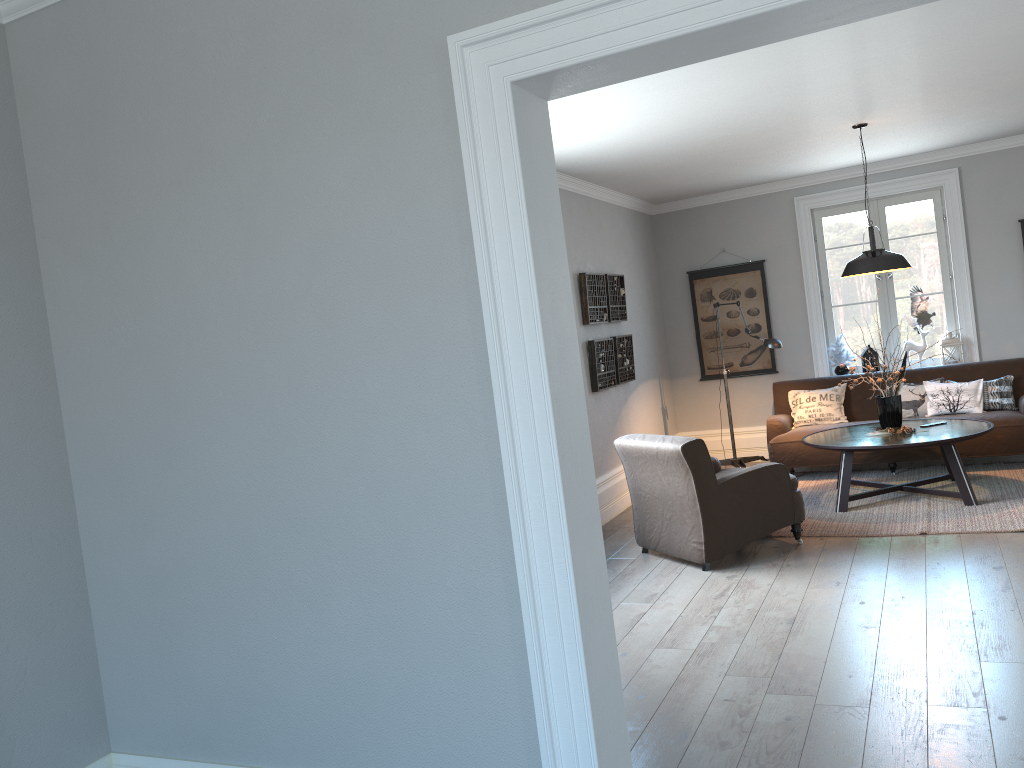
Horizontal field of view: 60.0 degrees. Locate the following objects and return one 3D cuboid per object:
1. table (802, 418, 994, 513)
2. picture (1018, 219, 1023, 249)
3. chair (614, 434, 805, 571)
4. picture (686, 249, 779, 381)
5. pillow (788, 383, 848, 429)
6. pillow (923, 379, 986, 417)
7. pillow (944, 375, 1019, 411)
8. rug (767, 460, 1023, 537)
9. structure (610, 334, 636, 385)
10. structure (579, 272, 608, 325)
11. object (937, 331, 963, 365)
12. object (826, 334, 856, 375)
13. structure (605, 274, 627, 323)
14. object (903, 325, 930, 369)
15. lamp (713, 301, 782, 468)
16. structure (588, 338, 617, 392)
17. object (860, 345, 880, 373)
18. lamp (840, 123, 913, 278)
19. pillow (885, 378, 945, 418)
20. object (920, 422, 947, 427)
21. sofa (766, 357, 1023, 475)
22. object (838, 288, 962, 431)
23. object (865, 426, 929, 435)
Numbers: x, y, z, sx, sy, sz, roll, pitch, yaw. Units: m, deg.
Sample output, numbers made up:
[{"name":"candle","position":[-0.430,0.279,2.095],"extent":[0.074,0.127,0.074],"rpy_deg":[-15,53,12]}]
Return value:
[{"name":"table","position":[2.841,0.599,6.528],"extent":[1.299,0.503,1.300],"rpy_deg":[-7,2,18]},{"name":"picture","position":[4.902,-1.017,7.709],"extent":[0.793,1.313,0.057],"rpy_deg":[-6,2,25]},{"name":"chair","position":[1.308,0.671,5.735],"extent":[0.970,0.795,0.807],"rpy_deg":[-8,2,-24]},{"name":"picture","position":[2.217,-0.719,8.981],"extent":[0.793,1.313,0.057],"rpy_deg":[-6,2,25]},{"name":"pillow","position":[2.763,0.206,8.007],"extent":[0.519,0.368,0.240],"rpy_deg":[-6,2,25]},{"name":"pillow","position":[3.704,0.110,7.435],"extent":[0.470,0.309,0.188],"rpy_deg":[-6,2,26]},{"name":"pillow","position":[3.933,0.092,7.451],"extent":[0.542,0.288,0.183],"rpy_deg":[-6,2,27]},{"name":"rug","position":[2.907,0.786,6.554],"extent":[2.818,0.090,2.401],"rpy_deg":[-6,3,26]},{"name":"structure","position":[0.978,-0.220,7.787],"extent":[0.086,0.416,0.468],"rpy_deg":[-7,2,25]},{"name":"structure","position":[0.663,-0.698,7.272],"extent":[0.099,0.416,0.468],"rpy_deg":[-7,2,25]},{"name":"object","position":[4.008,-0.319,8.112],"extent":[0.193,0.322,0.193],"rpy_deg":[-7,2,19]},{"name":"object","position":[3.144,-0.276,8.532],"extent":[0.248,0.423,0.262],"rpy_deg":[-9,2,-29]},{"name":"structure","position":[0.909,-0.751,7.747],"extent":[0.105,0.416,0.468],"rpy_deg":[-7,2,25]},{"name":"object","position":[3.739,-0.331,8.172],"extent":[0.239,0.410,0.129],"rpy_deg":[-7,2,22]},{"name":"lamp","position":[1.962,0.064,8.284],"extent":[0.797,1.644,1.863],"rpy_deg":[-8,2,-27]},{"name":"structure","position":[0.749,-0.163,7.290],"extent":[0.086,0.416,0.468],"rpy_deg":[-7,2,25]},{"name":"object","position":[3.401,-0.233,8.426],"extent":[0.155,0.284,0.155],"rpy_deg":[-7,2,15]},{"name":"lamp","position":[2.591,-1.345,6.460],"extent":[0.504,1.075,0.504],"rpy_deg":[-8,2,-17]},{"name":"pillow","position":[3.474,0.141,7.627],"extent":[0.472,0.347,0.159],"rpy_deg":[-7,2,23]},{"name":"object","position":[3.140,0.300,6.608],"extent":[0.207,0.011,0.051],"rpy_deg":[-8,2,-15]},{"name":"sofa","position":[3.340,0.316,7.631],"extent":[2.164,0.824,0.969],"rpy_deg":[-6,2,25]},{"name":"object","position":[2.808,-0.179,6.398],"extent":[0.853,1.066,0.525],"rpy_deg":[-8,2,-4]},{"name":"object","position":[2.781,0.332,6.429],"extent":[0.404,0.067,0.153],"rpy_deg":[-5,3,43]}]
